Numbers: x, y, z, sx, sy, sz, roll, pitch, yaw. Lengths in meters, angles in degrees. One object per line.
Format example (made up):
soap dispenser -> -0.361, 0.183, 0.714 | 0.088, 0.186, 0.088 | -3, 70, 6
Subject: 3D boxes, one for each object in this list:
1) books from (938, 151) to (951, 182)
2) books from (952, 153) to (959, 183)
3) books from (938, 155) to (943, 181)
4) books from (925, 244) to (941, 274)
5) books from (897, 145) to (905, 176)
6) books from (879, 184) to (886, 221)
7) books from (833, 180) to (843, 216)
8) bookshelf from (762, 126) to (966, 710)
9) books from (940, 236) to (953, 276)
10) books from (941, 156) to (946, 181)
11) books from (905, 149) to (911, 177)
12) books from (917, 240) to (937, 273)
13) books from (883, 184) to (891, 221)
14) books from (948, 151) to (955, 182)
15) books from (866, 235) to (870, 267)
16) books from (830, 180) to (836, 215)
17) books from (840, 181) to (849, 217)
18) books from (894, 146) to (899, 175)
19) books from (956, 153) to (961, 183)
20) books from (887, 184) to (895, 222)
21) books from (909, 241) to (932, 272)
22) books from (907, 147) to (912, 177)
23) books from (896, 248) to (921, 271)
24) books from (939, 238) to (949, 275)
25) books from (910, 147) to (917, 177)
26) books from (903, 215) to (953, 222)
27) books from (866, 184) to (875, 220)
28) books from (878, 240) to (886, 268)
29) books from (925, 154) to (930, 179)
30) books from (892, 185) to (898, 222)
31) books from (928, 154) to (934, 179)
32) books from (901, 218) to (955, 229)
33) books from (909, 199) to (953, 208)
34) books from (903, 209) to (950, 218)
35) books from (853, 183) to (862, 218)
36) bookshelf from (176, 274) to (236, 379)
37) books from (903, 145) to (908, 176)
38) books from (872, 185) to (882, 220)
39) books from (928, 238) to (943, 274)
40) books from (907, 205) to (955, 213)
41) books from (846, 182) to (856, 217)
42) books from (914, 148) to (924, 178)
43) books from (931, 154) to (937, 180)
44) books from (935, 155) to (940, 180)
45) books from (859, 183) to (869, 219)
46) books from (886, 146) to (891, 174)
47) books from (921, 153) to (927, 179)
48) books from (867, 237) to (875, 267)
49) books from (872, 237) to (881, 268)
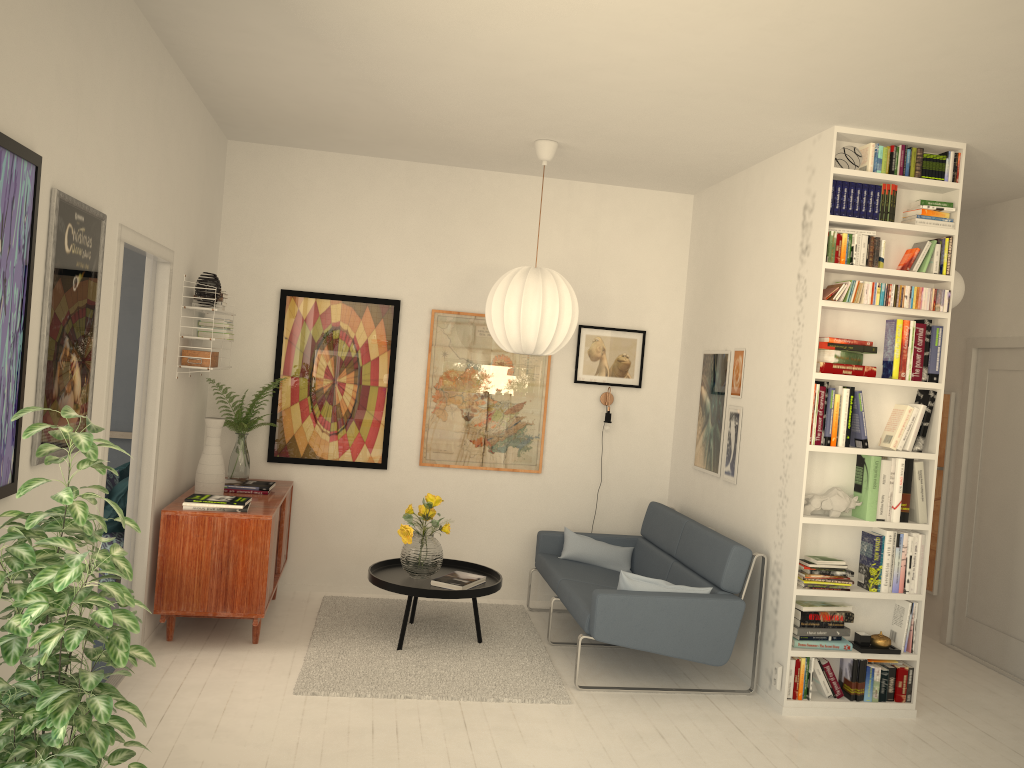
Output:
books -> 2.169, -1.088, 4.509 | 0.019, 0.157, 0.150 | 5, 1, -9
books -> 2.205, -1.085, 4.549 | 0.021, 0.151, 0.228 | 5, 1, -9
books -> 2.131, -1.081, 4.503 | 0.017, 0.130, 0.150 | 5, 1, -9
books -> 2.113, -0.628, 4.540 | 0.030, 0.153, 0.200 | 5, 1, -9
books -> 1.917, -1.112, 4.510 | 0.024, 0.156, 0.228 | 5, 1, -9
books -> 1.826, -0.903, 4.505 | 0.020, 0.191, 0.205 | 5, 1, -9
books -> 1.591, -0.916, 4.456 | 0.034, 0.178, 0.188 | 5, 1, -9
bookshelf -> 1.782, 0.208, 4.521 | 0.710, 2.900, 0.249 | 5, 1, -9
books -> 2.180, -0.646, 4.551 | 0.022, 0.198, 0.212 | 5, 1, -9
books -> 2.148, -1.079, 4.506 | 0.017, 0.130, 0.150 | 5, 1, -9
books -> 1.951, -1.100, 4.500 | 0.019, 0.137, 0.201 | 5, 1, -9
books -> 2.070, -0.640, 4.537 | 0.065, 0.168, 0.229 | 5, 1, -9
books -> 1.847, -0.901, 4.505 | 0.020, 0.191, 0.205 | 5, 1, -9
books -> 2.184, -1.089, 4.549 | 0.020, 0.156, 0.229 | 5, 1, -9
books -> 1.747, -0.658, 4.471 | 0.013, 0.159, 0.176 | 5, 1, -9
books -> 1.556, -0.919, 4.451 | 0.034, 0.178, 0.188 | 5, 1, -9
books -> 1.625, -0.913, 4.462 | 0.034, 0.178, 0.188 | 5, 1, -9
books -> 1.895, -1.110, 4.499 | 0.024, 0.148, 0.188 | 5, 1, -9
books -> 2.218, -1.087, 4.573 | 0.014, 0.154, 0.260 | 5, 1, -9
books -> 1.868, -0.899, 4.500 | 0.020, 0.191, 0.205 | 5, 1, -9
books -> 2.035, -0.641, 4.545 | 0.092, 0.165, 0.222 | 5, 1, -9
books -> 1.964, -1.106, 4.509 | 0.009, 0.151, 0.208 | 5, 1, -9
books -> 1.998, -0.626, 4.551 | 0.073, 0.129, 0.200 | 5, 1, -9
books -> 2.160, -0.642, 4.551 | 0.014, 0.188, 0.218 | 5, 1, -9
books -> 1.982, -1.106, 4.523 | 0.032, 0.154, 0.212 | 5, 1, -9
books -> 2.100, -0.831, 4.538 | 0.200, 0.018, 0.208 | 5, 1, -9
books -> 1.763, -0.902, 4.484 | 0.034, 0.178, 0.188 | 5, 1, -9
books -> 1.825, -0.644, 4.489 | 0.020, 0.145, 0.189 | 5, 1, -9
books -> 2.062, -1.086, 4.492 | 0.017, 0.130, 0.150 | 5, 1, -9
books -> 1.886, -0.898, 4.514 | 0.020, 0.191, 0.205 | 5, 1, -9
books -> 2.079, -1.085, 4.495 | 0.017, 0.130, 0.150 | 5, 1, -9
books -> 2.096, -0.803, 4.540 | 0.214, 0.038, 0.222 | 5, 1, -9
books -> 2.120, -0.903, 4.532 | 0.169, 0.032, 0.188 | 5, 1, -4
books -> 2.090, -0.857, 4.535 | 0.173, 0.030, 0.199 | 4, 1, -19
books -> 1.694, -0.908, 4.473 | 0.034, 0.178, 0.188 | 5, 1, -9
bookshelf -> -1.744, -0.312, 5.109 | 0.184, 0.564, 0.695 | 5, 1, -9
books -> 1.935, -1.111, 4.508 | 0.012, 0.157, 0.220 | 5, 1, -9
books -> 1.798, -0.899, 4.489 | 0.034, 0.178, 0.188 | 5, 1, -9
books -> 2.140, -0.643, 4.561 | 0.022, 0.187, 0.186 | 5, 1, -9
books -> 2.112, -0.879, 4.515 | 0.179, 0.016, 0.208 | 5, 1, -4
books -> 1.660, -0.910, 4.467 | 0.034, 0.178, 0.188 | 5, 1, -9
books -> 2.016, -1.102, 4.513 | 0.032, 0.152, 0.200 | 5, 1, -9
books -> 2.096, -1.084, 4.498 | 0.017, 0.130, 0.150 | 5, 1, -9
books -> 2.114, -1.082, 4.500 | 0.017, 0.130, 0.150 | 5, 1, -9
books -> 1.729, -0.905, 4.478 | 0.034, 0.178, 0.188 | 5, 1, -9
books -> 1.846, -1.110, 4.494 | 0.018, 0.141, 0.206 | 5, 1, -9
books -> 2.045, -1.088, 4.489 | 0.017, 0.130, 0.150 | 5, 1, -9
books -> 1.762, -0.655, 4.493 | 0.024, 0.155, 0.206 | 5, 1, -9
books -> 1.791, -0.651, 4.464 | 0.023, 0.153, 0.176 | 5, 1, -9
